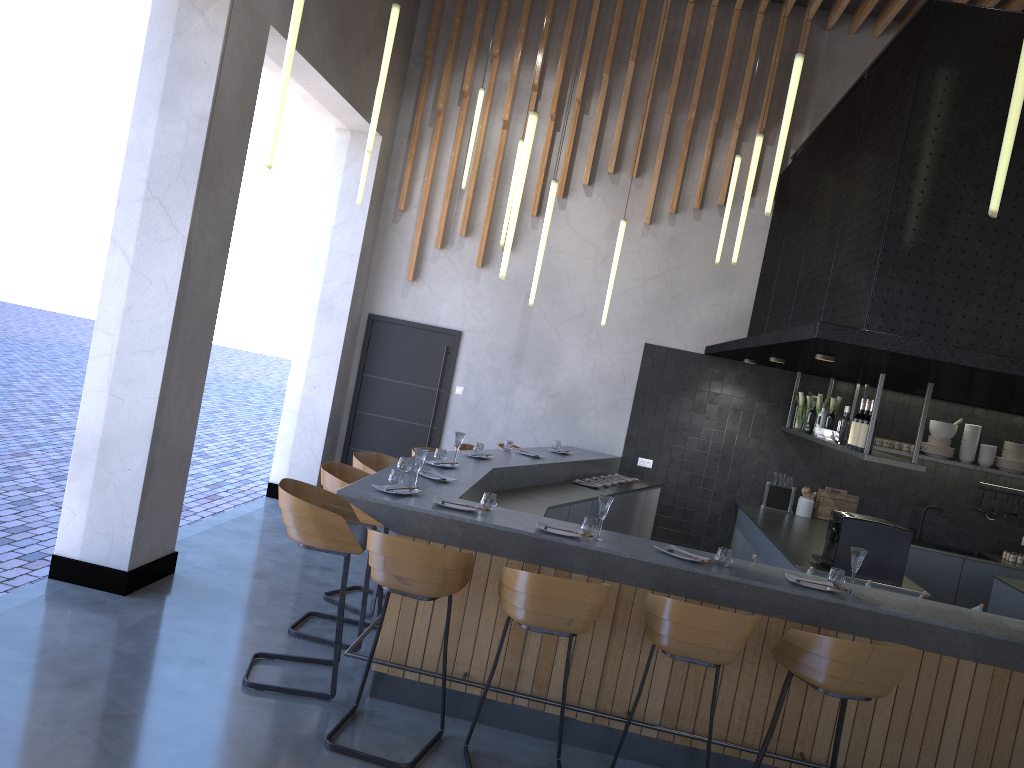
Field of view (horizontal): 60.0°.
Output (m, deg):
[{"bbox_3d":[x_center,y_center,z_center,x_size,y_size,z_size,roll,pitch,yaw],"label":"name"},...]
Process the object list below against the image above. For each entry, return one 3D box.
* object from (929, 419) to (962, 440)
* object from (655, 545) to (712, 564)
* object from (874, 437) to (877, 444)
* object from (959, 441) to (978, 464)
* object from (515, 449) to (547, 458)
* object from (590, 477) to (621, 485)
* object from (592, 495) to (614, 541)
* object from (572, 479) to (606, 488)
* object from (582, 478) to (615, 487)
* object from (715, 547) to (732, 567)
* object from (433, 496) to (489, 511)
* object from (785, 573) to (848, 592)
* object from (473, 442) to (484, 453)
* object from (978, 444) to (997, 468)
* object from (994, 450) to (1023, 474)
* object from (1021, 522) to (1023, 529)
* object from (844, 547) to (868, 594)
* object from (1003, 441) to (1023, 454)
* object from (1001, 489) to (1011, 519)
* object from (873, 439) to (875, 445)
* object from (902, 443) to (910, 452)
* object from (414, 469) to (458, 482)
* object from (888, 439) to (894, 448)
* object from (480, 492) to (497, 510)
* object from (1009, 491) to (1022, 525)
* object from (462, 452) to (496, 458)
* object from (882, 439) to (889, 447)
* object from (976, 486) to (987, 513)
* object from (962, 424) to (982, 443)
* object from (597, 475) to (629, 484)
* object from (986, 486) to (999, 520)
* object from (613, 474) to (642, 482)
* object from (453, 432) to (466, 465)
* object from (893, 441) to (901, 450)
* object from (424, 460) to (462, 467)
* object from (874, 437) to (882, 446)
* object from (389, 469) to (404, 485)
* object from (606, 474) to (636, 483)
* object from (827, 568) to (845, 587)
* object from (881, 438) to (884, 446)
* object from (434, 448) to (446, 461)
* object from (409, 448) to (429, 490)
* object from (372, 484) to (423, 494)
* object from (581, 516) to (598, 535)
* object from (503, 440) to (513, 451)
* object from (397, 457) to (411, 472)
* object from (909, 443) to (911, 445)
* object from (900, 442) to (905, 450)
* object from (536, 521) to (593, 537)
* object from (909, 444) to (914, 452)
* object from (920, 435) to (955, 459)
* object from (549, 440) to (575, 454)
[{"bbox_3d":[4.185,0.427,8.611,0.249,0.243,0.248,11,2,7],"label":"object"},{"bbox_3d":[0.893,0.880,4.544,0.294,0.025,0.170,13,3,43],"label":"object"},{"bbox_3d":[3.566,0.558,8.678,0.062,0.078,0.062,11,2,1],"label":"object"},{"bbox_3d":[4.402,0.659,8.569,0.143,0.214,0.149,13,3,35],"label":"object"},{"bbox_3d":[0.147,0.606,7.730,0.294,0.025,0.170,13,3,44],"label":"object"},{"bbox_3d":[0.872,0.909,8.240,0.294,0.025,0.170,12,2,22],"label":"object"},{"bbox_3d":[0.464,0.691,4.575,0.082,0.227,0.082,13,3,41],"label":"object"},{"bbox_3d":[0.685,0.889,7.827,0.294,0.025,0.170,12,2,22],"label":"object"},{"bbox_3d":[0.787,0.901,8.033,0.294,0.025,0.170,12,2,22],"label":"object"},{"bbox_3d":[1.083,0.886,4.535,0.086,0.086,0.086,10,2,-19],"label":"object"},{"bbox_3d":[-0.270,0.646,4.691,0.294,0.025,0.170,11,2,-1],"label":"object"},{"bbox_3d":[1.533,1.010,4.453,0.294,0.025,0.170,11,2,4],"label":"object"},{"bbox_3d":[-0.267,0.517,7.121,0.086,0.086,0.086,10,3,-34],"label":"object"},{"bbox_3d":[4.576,0.694,8.550,0.143,0.214,0.149,13,3,35],"label":"object"},{"bbox_3d":[4.812,0.751,8.534,0.304,0.195,0.300,12,2,17],"label":"object"},{"bbox_3d":[5.036,1.244,8.668,0.033,0.363,0.024,11,2,6],"label":"object"},{"bbox_3d":[1.729,0.943,4.479,0.082,0.227,0.082,13,3,41],"label":"object"},{"bbox_3d":[4.841,0.621,8.530,0.204,0.106,0.204,10,3,-27],"label":"object"},{"bbox_3d":[4.842,1.176,8.681,0.062,0.306,0.038,11,2,6],"label":"object"},{"bbox_3d":[3.494,0.546,8.617,0.062,0.078,0.062,11,2,1],"label":"object"},{"bbox_3d":[3.817,0.611,8.582,0.062,0.078,0.062,11,2,1],"label":"object"},{"bbox_3d":[-0.491,0.569,5.515,0.294,0.025,0.170,13,3,44],"label":"object"},{"bbox_3d":[3.696,0.584,8.664,0.062,0.078,0.062,11,2,1],"label":"object"},{"bbox_3d":[-0.125,0.638,4.815,0.086,0.086,0.086,12,3,27],"label":"object"},{"bbox_3d":[4.942,1.211,8.678,0.068,0.337,0.024,11,2,6],"label":"object"},{"bbox_3d":[-0.247,0.560,6.936,0.170,0.025,0.294,13,3,32],"label":"object"},{"bbox_3d":[3.624,0.572,8.603,0.062,0.078,0.062,11,2,1],"label":"object"},{"bbox_3d":[4.615,1.119,8.667,0.103,0.280,0.103,9,3,-42],"label":"object"},{"bbox_3d":[4.433,0.497,8.562,0.143,0.214,0.149,13,3,35],"label":"object"},{"bbox_3d":[0.967,0.920,8.446,0.294,0.025,0.170,12,2,22],"label":"object"},{"bbox_3d":[4.728,1.168,8.697,0.104,0.336,0.031,11,2,5],"label":"object"},{"bbox_3d":[1.150,0.940,8.825,0.294,0.025,0.170,12,2,22],"label":"object"},{"bbox_3d":[-0.387,0.456,6.271,0.082,0.227,0.082,10,2,-22],"label":"object"},{"bbox_3d":[3.759,0.596,8.657,0.062,0.078,0.062,11,2,1],"label":"object"},{"bbox_3d":[-0.462,0.551,6.102,0.170,0.025,0.294,12,3,31],"label":"object"},{"bbox_3d":[3.559,0.559,8.610,0.062,0.078,0.062,11,2,1],"label":"object"},{"bbox_3d":[-0.650,0.527,5.001,0.086,0.086,0.086,13,3,33],"label":"object"},{"bbox_3d":[1.060,0.930,8.635,0.294,0.025,0.170,12,2,22],"label":"object"},{"bbox_3d":[1.676,1.001,4.583,0.086,0.086,0.086,11,2,6],"label":"object"},{"bbox_3d":[3.632,0.571,8.671,0.062,0.078,0.062,11,2,1],"label":"object"},{"bbox_3d":[-0.507,0.504,6.283,0.086,0.086,0.086,13,3,33],"label":"object"},{"bbox_3d":[-0.530,0.479,4.989,0.082,0.227,0.082,10,2,-22],"label":"object"},{"bbox_3d":[-0.605,0.575,4.819,0.170,0.025,0.294,12,3,31],"label":"object"},{"bbox_3d":[0.410,0.749,4.679,0.086,0.086,0.086,11,2,6],"label":"object"},{"bbox_3d":[-0.031,0.539,7.739,0.086,0.086,0.086,10,2,-22],"label":"object"},{"bbox_3d":[-0.669,0.502,5.524,0.086,0.086,0.086,10,2,-18],"label":"object"},{"bbox_3d":[3.888,0.622,8.643,0.062,0.078,0.062,11,2,1],"label":"object"},{"bbox_3d":[3.824,0.609,8.650,0.062,0.078,0.062,11,2,1],"label":"object"},{"bbox_3d":[0.268,0.757,4.549,0.294,0.025,0.170,11,2,4],"label":"object"},{"bbox_3d":[3.881,0.624,8.575,0.062,0.078,0.062,11,2,1],"label":"object"},{"bbox_3d":[4.134,0.614,8.607,0.304,0.195,0.300,12,2,17],"label":"object"},{"bbox_3d":[0.450,0.604,8.457,0.269,0.086,0.319,12,3,31],"label":"object"}]
